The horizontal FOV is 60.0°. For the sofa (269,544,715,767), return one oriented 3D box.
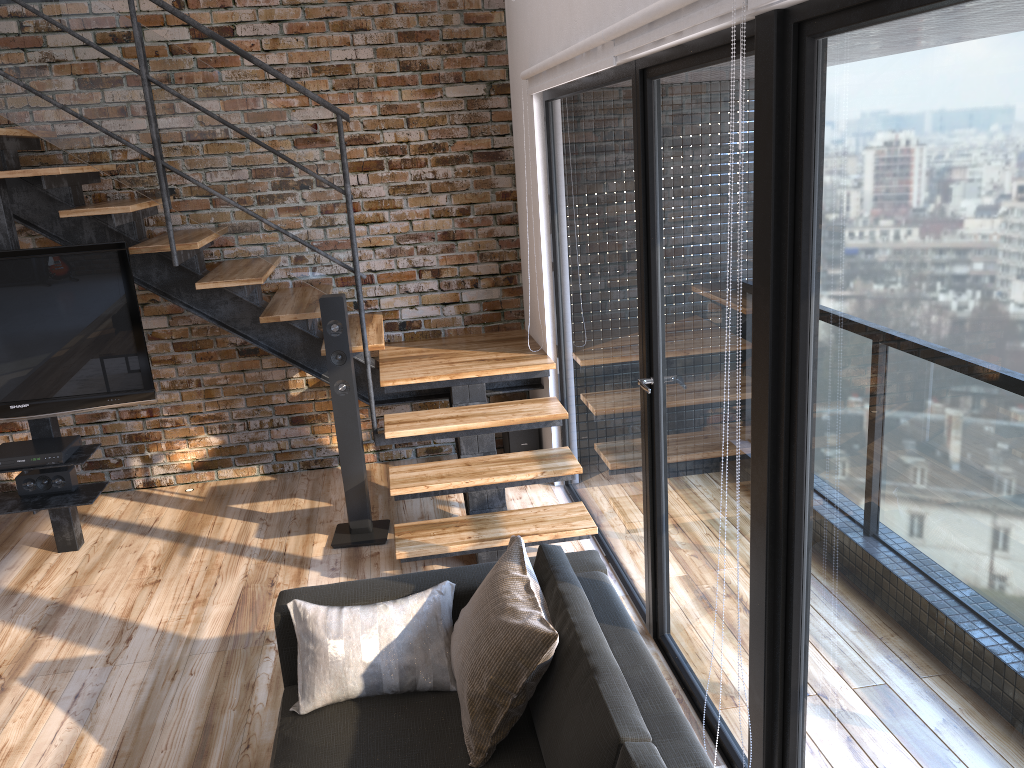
[{"bbox_3d":[-0.959,1.268,1.240,2.998,0.703,3.032,-6,15,-7],"label":"sofa"}]

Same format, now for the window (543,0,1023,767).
[{"bbox_3d":[-1.247,-1.151,1.643,5.662,5.590,13.346,-6,16,-7],"label":"window"}]

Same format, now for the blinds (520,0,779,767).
[{"bbox_3d":[0.513,0.134,2.050,0.095,2.052,5.348,-6,16,-7],"label":"blinds"}]

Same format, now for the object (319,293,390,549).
[{"bbox_3d":[-0.786,0.174,4.236,0.271,1.211,0.270,-5,16,-3],"label":"object"}]

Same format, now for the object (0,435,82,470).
[{"bbox_3d":[-2.243,0.326,4.145,0.360,0.058,0.274,-6,15,-7],"label":"object"}]

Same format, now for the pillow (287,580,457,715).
[{"bbox_3d":[-0.385,0.745,2.502,0.498,0.267,0.211,-6,16,-7],"label":"pillow"}]

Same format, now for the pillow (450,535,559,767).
[{"bbox_3d":[-0.034,0.685,2.383,0.265,0.384,0.607,-6,16,-7],"label":"pillow"}]

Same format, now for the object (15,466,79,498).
[{"bbox_3d":[-2.238,0.471,4.269,0.247,0.112,0.088,-6,16,-7],"label":"object"}]

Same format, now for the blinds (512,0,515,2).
[{"bbox_3d":[-0.956,-3.102,3.468,1.992,2.988,10.177,-13,18,-28],"label":"blinds"}]

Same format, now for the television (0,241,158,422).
[{"bbox_3d":[-2.298,-0.215,4.042,1.207,0.786,0.135,-6,16,-7],"label":"television"}]
